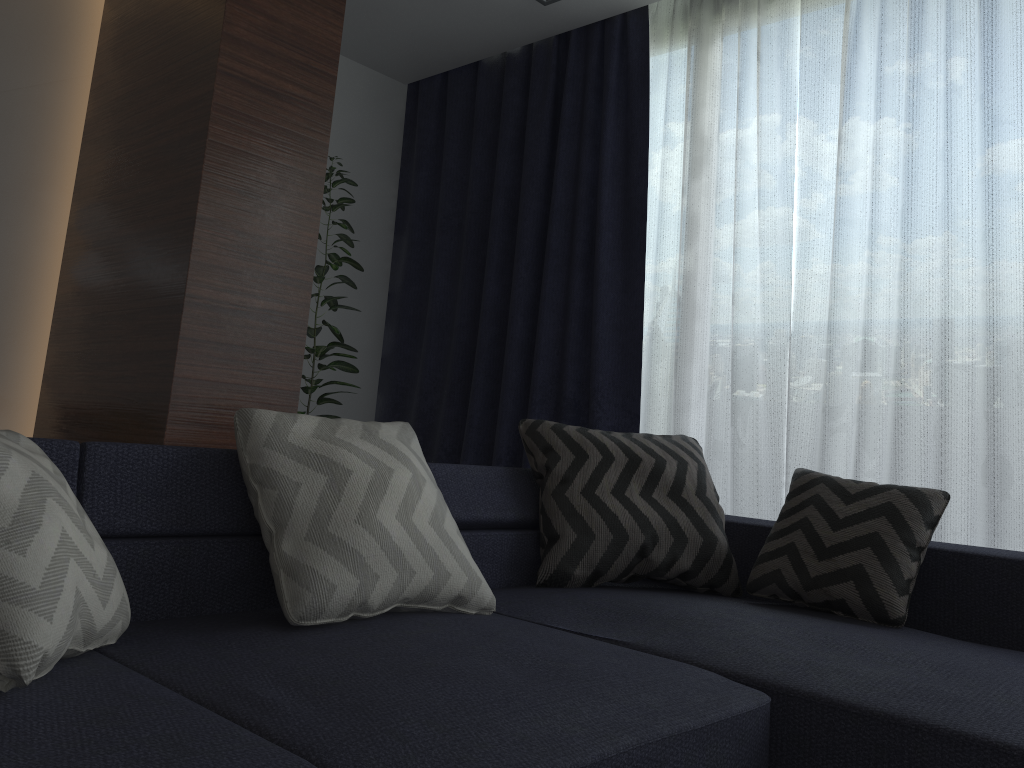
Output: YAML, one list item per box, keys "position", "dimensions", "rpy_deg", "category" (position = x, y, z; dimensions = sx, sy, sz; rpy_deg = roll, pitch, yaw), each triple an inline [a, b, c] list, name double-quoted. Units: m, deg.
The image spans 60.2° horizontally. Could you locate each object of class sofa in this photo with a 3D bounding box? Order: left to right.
- position: [0.100, 0.458, 1.254]
  dimensions: [1.896, 0.615, 2.846]
  rpy_deg: [1, -6, 43]
  category: "sofa"

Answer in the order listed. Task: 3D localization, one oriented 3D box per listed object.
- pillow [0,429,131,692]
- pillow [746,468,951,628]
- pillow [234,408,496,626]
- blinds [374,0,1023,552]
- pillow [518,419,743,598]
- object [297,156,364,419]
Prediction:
- position: [-0.717, 0.221, 1.263]
  dimensions: [0.280, 0.355, 0.414]
  rpy_deg: [5, -6, -4]
  category: "pillow"
- position: [0.831, 0.393, 2.213]
  dimensions: [0.284, 0.349, 0.414]
  rpy_deg: [11, -9, -42]
  category: "pillow"
- position: [-0.303, 0.262, 1.802]
  dimensions: [0.342, 0.393, 0.490]
  rpy_deg: [-2, -9, 43]
  category: "pillow"
- position: [0.078, -0.696, 0.483]
  dimensions: [5.749, 2.806, 7.121]
  rpy_deg: [9, -7, -43]
  category: "blinds"
- position: [0.320, 0.380, 2.469]
  dimensions: [0.596, 0.525, 0.352]
  rpy_deg: [7, -8, -16]
  category: "pillow"
- position: [-0.838, -0.074, 3.693]
  dimensions: [0.503, 1.869, 0.476]
  rpy_deg: [3, -9, 11]
  category: "object"
